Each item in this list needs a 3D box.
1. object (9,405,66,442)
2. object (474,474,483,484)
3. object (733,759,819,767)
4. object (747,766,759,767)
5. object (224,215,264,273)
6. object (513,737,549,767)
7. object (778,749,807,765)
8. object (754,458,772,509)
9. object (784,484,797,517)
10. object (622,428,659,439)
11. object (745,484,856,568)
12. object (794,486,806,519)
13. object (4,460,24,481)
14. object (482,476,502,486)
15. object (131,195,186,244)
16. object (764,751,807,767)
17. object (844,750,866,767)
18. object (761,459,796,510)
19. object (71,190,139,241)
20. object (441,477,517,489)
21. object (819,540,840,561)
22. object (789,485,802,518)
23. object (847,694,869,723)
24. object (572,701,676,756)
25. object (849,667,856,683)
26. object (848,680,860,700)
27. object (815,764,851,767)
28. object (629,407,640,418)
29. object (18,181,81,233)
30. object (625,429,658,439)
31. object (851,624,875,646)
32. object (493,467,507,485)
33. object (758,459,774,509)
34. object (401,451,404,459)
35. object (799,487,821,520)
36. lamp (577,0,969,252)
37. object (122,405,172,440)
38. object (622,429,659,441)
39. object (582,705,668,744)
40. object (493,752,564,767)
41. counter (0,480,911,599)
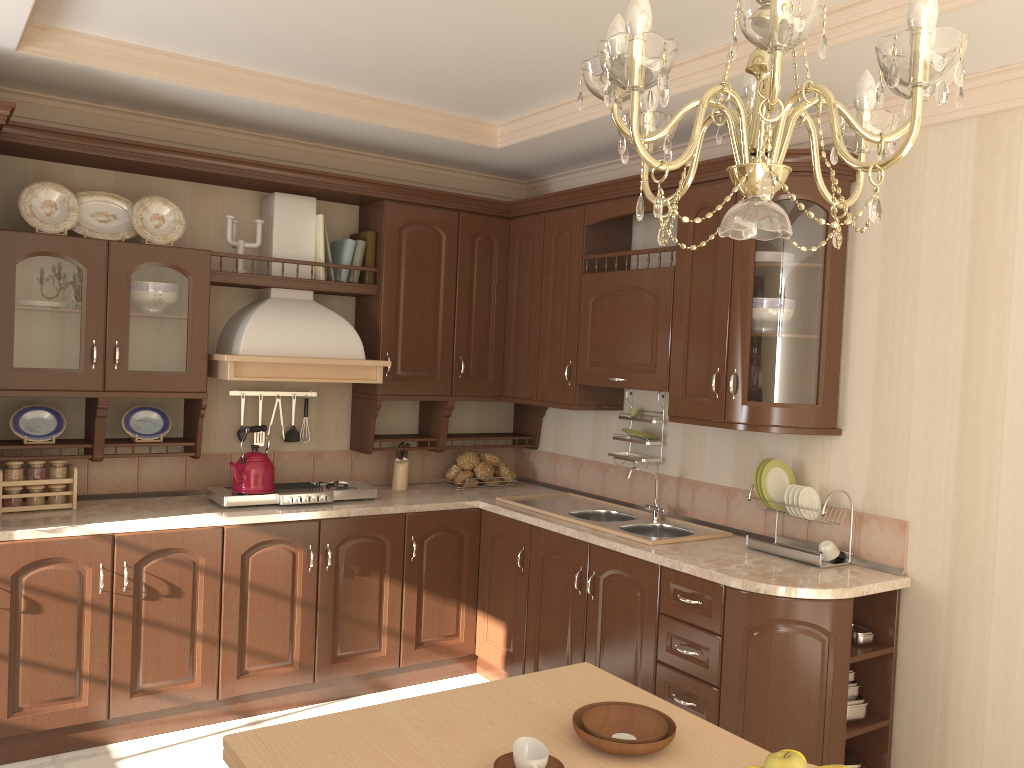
[{"bbox_3d":[-1.896,0.156,3.550,0.202,0.143,0.071,1,2,-36],"label":"object"},{"bbox_3d":[-0.162,0.486,4.717,0.098,0.094,0.114,4,2,36],"label":"object"},{"bbox_3d":[0.461,0.692,1.435,0.235,0.068,0.235,3,2,13],"label":"object"},{"bbox_3d":[0.398,0.654,1.452,0.045,0.047,0.055,3,2,-2],"label":"object"},{"bbox_3d":[-1.215,-0.611,3.928,0.174,0.248,0.163,3,2,18],"label":"object"},{"bbox_3d":[0.032,0.676,1.567,0.063,0.055,0.119,2,2,-5],"label":"object"},{"bbox_3d":[0.466,0.636,1.486,0.054,0.046,0.047,3,2,7],"label":"object"},{"bbox_3d":[0.989,0.379,3.387,0.193,0.188,0.047,1,2,-33],"label":"object"},{"bbox_3d":[1.052,0.433,3.290,0.123,0.119,0.034,1,2,-34],"label":"object"},{"bbox_3d":[0.587,0.227,4.054,0.167,0.051,0.174,1,2,-34],"label":"object"},{"bbox_3d":[1.059,0.501,3.276,0.172,0.275,0.359,1,2,-33],"label":"object"},{"bbox_3d":[1.075,0.435,3.255,0.123,0.119,0.034,1,2,-34],"label":"object"},{"bbox_3d":[-1.948,0.339,3.468,0.068,0.088,0.068,2,2,-18],"label":"object"},{"bbox_3d":[-0.109,0.513,4.690,0.103,0.060,0.105,1,2,-39],"label":"object"},{"bbox_3d":[-1.478,-0.687,3.709,0.220,0.210,0.068,1,2,-36],"label":"object"},{"bbox_3d":[0.444,0.630,1.437,0.068,0.061,0.069,2,2,-18],"label":"object"},{"bbox_3d":[1.117,1.343,3.103,0.208,0.077,0.145,2,2,-10],"label":"object"},{"bbox_3d":[1.009,0.381,3.356,0.193,0.188,0.047,1,2,-33],"label":"object"},{"bbox_3d":[-1.677,-0.692,3.642,0.342,0.209,0.073,1,2,-33],"label":"object"},{"bbox_3d":[-0.173,0.510,4.675,0.364,0.060,0.199,1,2,-34],"label":"object"},{"bbox_3d":[1.149,0.604,3.212,0.073,0.072,0.085,3,2,20],"label":"object"},{"bbox_3d":[1.063,0.434,3.272,0.123,0.119,0.034,1,2,-32],"label":"object"},{"bbox_3d":[1.127,1.110,3.095,0.145,0.077,0.208,2,2,-23],"label":"object"},{"bbox_3d":[0.220,0.688,1.752,0.204,0.042,0.204,3,2,5],"label":"object"},{"bbox_3d":[1.131,1.004,3.092,0.084,0.045,0.120,2,2,-23],"label":"object"},{"bbox_3d":[1.129,1.051,3.093,0.106,0.057,0.152,2,2,-23],"label":"object"},{"bbox_3d":[0.510,0.643,1.426,0.066,0.085,0.184,3,2,3],"label":"object"},{"bbox_3d":[0.573,0.133,4.143,0.044,0.051,0.049,3,2,24],"label":"object"},{"bbox_3d":[-1.813,-0.695,3.480,0.220,0.210,0.068,1,2,-36],"label":"object"},{"bbox_3d":[0.586,0.230,4.053,0.167,0.051,0.174,1,2,-34],"label":"object"},{"bbox_3d":[1.200,0.875,3.099,0.084,0.045,0.120,2,2,-23],"label":"object"},{"bbox_3d":[-0.080,0.487,4.761,0.091,0.100,0.125,1,2,-39],"label":"object"},{"bbox_3d":[0.999,0.380,3.372,0.193,0.188,0.047,1,2,-33],"label":"object"},{"bbox_3d":[-0.563,0.388,4.531,0.016,0.158,0.051,3,2,19],"label":"object"},{"bbox_3d":[1.086,0.436,3.237,0.123,0.119,0.034,1,2,-34],"label":"object"},{"bbox_3d":[0.360,-0.690,1.221,0.502,0.982,0.501,3,2,25],"label":"lamp"},{"bbox_3d":[-1.555,0.164,3.779,0.202,0.143,0.071,1,2,-36],"label":"object"},{"bbox_3d":[0.585,0.233,4.053,0.167,0.051,0.174,1,2,-34],"label":"object"},{"bbox_3d":[0.222,0.683,1.751,0.168,0.034,0.168,2,2,-23],"label":"object"},{"bbox_3d":[0.030,0.692,1.574,0.126,0.026,0.127,2,2,-7],"label":"object"},{"bbox_3d":[-0.394,0.590,3.296,2.603,0.034,2.422,1,2,-34],"label":"counter"}]
